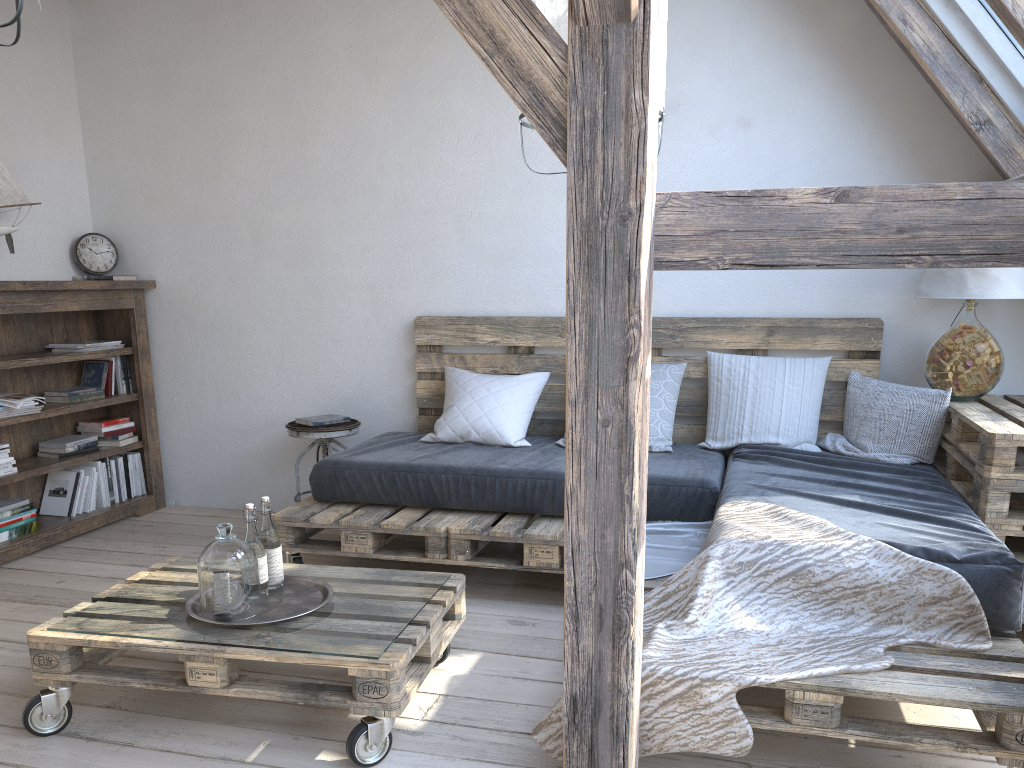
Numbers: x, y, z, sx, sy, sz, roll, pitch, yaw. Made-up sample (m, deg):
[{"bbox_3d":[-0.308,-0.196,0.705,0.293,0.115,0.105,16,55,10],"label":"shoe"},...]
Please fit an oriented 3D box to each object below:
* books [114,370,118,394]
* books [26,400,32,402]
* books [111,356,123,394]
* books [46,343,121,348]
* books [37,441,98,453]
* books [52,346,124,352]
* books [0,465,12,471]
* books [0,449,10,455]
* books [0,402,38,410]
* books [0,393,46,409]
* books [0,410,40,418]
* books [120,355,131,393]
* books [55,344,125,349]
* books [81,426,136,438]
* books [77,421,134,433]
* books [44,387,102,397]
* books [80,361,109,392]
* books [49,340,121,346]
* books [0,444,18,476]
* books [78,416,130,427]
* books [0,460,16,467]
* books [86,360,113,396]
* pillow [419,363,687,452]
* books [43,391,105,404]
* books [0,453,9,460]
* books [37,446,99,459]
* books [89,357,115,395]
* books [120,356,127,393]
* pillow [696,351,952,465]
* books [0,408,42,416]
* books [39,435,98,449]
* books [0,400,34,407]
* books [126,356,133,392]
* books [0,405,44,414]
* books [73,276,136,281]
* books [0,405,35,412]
[{"bbox_3d":[-2.044,-0.035,4.430,0.117,0.177,0.017,3,14,14],"label":"books"},{"bbox_3d":[-2.220,0.078,3.729,0.204,0.009,0.253,3,8,27],"label":"books"},{"bbox_3d":[-2.033,-0.052,4.445,0.135,0.206,0.020,3,14,14],"label":"books"},{"bbox_3d":[-2.071,-0.188,4.255,0.204,0.009,0.253,2,7,22],"label":"books"},{"bbox_3d":[-2.115,0.297,4.196,0.159,0.023,0.207,1,7,15],"label":"books"},{"bbox_3d":[-2.057,-0.172,4.276,0.204,0.009,0.252,1,7,10],"label":"books"},{"bbox_3d":[-2.244,0.362,3.685,0.157,0.017,0.215,1,7,15],"label":"books"},{"bbox_3d":[-2.261,0.295,3.693,0.157,0.017,0.215,2,7,20],"label":"books"},{"bbox_3d":[-2.199,0.094,3.742,0.204,0.009,0.253,2,7,22],"label":"books"},{"bbox_3d":[-2.175,0.061,3.772,0.221,0.090,0.255,-1,7,-5],"label":"books"},{"bbox_3d":[-2.193,0.129,3.747,0.204,0.009,0.253,3,7,24],"label":"books"},{"bbox_3d":[-2.015,-0.056,4.481,0.136,0.206,0.020,3,14,14],"label":"books"},{"bbox_3d":[-2.054,-0.183,4.287,0.204,0.009,0.252,0,7,7],"label":"books"},{"bbox_3d":[-2.031,0.236,4.430,0.161,0.027,0.199,3,7,23],"label":"books"},{"bbox_3d":[-2.039,0.213,4.419,0.157,0.022,0.214,2,7,19],"label":"books"},{"bbox_3d":[-2.097,0.037,4.206,0.149,0.022,0.200,2,7,19],"label":"books"},{"bbox_3d":[-2.064,-0.025,4.344,0.131,0.177,0.080,3,13,15],"label":"books"},{"bbox_3d":[-2.064,-0.198,4.263,0.204,0.009,0.252,1,7,12],"label":"books"},{"bbox_3d":[-2.296,0.331,3.541,0.206,0.155,0.537,2,8,15],"label":"books"},{"bbox_3d":[-2.055,0.190,4.435,0.142,0.020,0.197,1,7,15],"label":"books"},{"bbox_3d":[-2.238,0.343,3.697,0.157,0.017,0.215,2,7,20],"label":"books"},{"bbox_3d":[-2.052,-0.030,4.374,0.139,0.180,0.057,2,13,14],"label":"books"},{"bbox_3d":[0.167,0.075,3.802,1.128,0.364,0.343,2,10,15],"label":"pillow"},{"bbox_3d":[-2.099,0.062,4.221,0.161,0.031,0.214,2,7,18],"label":"books"},{"bbox_3d":[-2.236,0.314,3.682,0.139,0.019,0.181,1,7,15],"label":"books"},{"bbox_3d":[-2.115,0.321,4.194,0.151,0.024,0.224,3,7,24],"label":"books"},{"bbox_3d":[-2.050,-0.042,4.397,0.139,0.196,0.049,2,13,14],"label":"books"},{"bbox_3d":[-2.029,-0.047,4.466,0.139,0.190,0.019,3,14,15],"label":"books"},{"bbox_3d":[1.236,0.083,3.543,0.962,0.409,0.380,4,11,31],"label":"pillow"},{"bbox_3d":[-2.191,0.119,3.753,0.204,0.009,0.253,2,7,20],"label":"books"},{"bbox_3d":[-2.114,0.274,4.193,0.152,0.024,0.223,1,7,11],"label":"books"},{"bbox_3d":[-2.214,0.086,3.735,0.204,0.009,0.253,2,7,22],"label":"books"},{"bbox_3d":[-2.016,-0.053,4.512,0.139,0.190,0.019,3,14,15],"label":"books"},{"bbox_3d":[-2.186,0.109,3.764,0.204,0.009,0.253,2,7,17],"label":"books"},{"bbox_3d":[-2.035,-0.528,4.401,0.235,0.026,0.174,1,7,15],"label":"books"},{"bbox_3d":[-2.208,0.103,3.734,0.203,0.009,0.254,4,8,32],"label":"books"}]
